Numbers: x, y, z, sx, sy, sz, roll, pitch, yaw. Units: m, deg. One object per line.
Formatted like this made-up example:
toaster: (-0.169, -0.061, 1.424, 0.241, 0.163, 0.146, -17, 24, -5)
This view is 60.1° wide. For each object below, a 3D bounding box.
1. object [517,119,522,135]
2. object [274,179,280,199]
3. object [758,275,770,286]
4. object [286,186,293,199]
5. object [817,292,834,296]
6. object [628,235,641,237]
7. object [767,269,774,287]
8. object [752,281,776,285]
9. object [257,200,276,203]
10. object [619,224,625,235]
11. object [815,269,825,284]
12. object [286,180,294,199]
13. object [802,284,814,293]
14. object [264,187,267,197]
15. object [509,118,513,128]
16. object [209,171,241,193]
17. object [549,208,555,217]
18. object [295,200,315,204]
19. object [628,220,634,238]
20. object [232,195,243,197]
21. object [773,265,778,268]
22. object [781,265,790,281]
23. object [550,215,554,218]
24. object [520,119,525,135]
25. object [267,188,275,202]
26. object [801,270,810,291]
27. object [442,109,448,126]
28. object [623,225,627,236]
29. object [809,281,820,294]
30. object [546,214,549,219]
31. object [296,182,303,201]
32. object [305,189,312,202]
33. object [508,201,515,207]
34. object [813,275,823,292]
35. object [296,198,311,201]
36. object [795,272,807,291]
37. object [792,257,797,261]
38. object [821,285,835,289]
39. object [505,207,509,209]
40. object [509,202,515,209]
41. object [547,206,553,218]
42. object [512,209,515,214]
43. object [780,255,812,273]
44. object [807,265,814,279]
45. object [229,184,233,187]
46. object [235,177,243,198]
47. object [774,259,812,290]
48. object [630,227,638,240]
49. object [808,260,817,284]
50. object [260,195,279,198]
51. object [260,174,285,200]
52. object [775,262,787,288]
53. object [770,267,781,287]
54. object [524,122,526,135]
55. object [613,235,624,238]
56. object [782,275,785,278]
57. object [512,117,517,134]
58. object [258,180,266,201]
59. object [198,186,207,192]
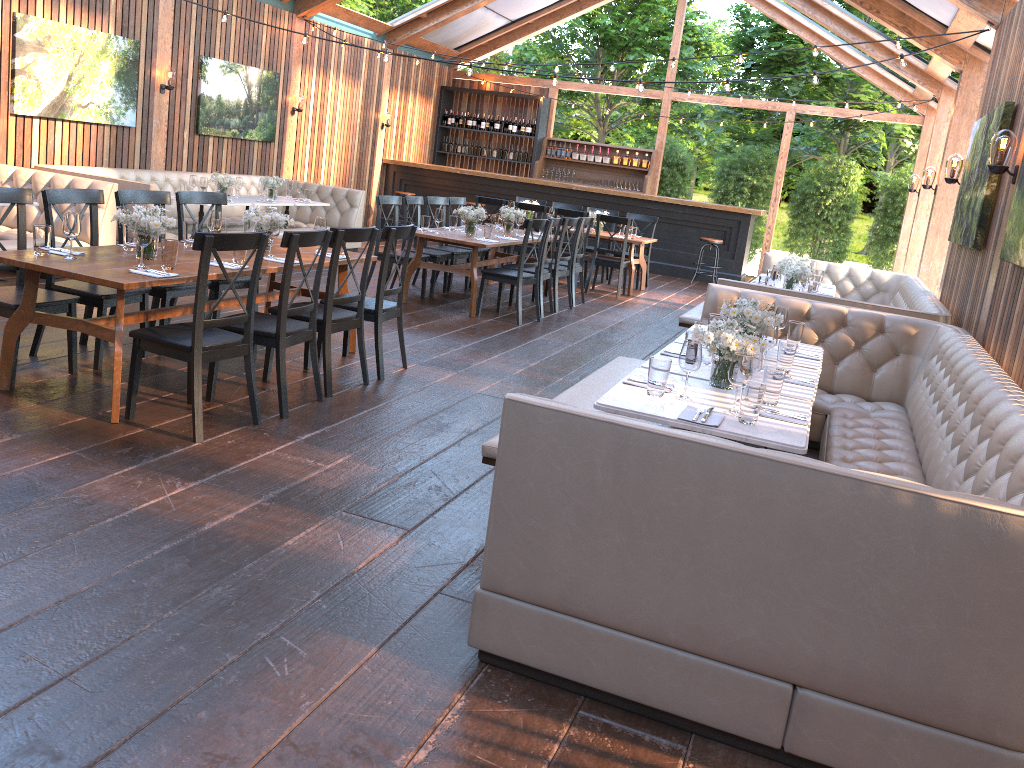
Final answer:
object: (0.152, -5.063, 17.423, 0.077, 0.305, 0.078, 7, 11, -2)
object: (-3.031, -2.510, 11.375, 0.092, 0.241, 0.093, 2, 12, -28)
object: (2.216, -0.872, 7.805, 0.092, 0.156, 0.093, 9, 11, 6)
object: (-2.937, -2.531, 11.682, 0.092, 0.156, 0.093, 9, 11, 6)
object: (2.956, -0.876, 8.490, 0.256, 0.018, 0.159, 13, 15, 19)
object: (1.699, -2.061, 12.298, 0.158, 0.018, 0.257, 12, 15, 19)
object: (2.500, -1.022, 8.547, 0.092, 0.156, 0.093, 9, 11, 6)
object: (2.502, -0.995, 8.723, 0.256, 0.018, 0.159, 13, 15, 19)
object: (-2.952, -2.188, 10.599, 0.256, 0.018, 0.159, 13, 15, 19)
object: (1.530, -2.156, 12.302, 0.092, 0.156, 0.093, -3, 16, -43)
object: (3.257, -1.132, 9.380, 0.092, 0.156, 0.093, 9, 11, 6)
object: (-2.903, -2.542, 11.572, 0.092, 0.241, 0.093, 2, 12, -28)
object: (2.521, -0.773, 7.573, 0.092, 0.156, 0.093, 9, 11, 6)
object: (-3.141, -2.474, 11.352, 0.092, 0.156, 0.093, 9, 11, 6)
object: (-0.038, -5.138, 17.618, 0.136, 0.312, 0.138, 4, 12, -18)
object: (-3.333, -2.289, 10.212, 0.332, 0.306, 0.337, 18, 16, 40)
object: (0.546, -2.290, 12.143, 0.092, 0.241, 0.093, 2, 12, -28)
object: (-2.671, -2.337, 11.338, 0.256, 0.018, 0.159, 13, 15, 19)
object: (1.572, -2.066, 11.791, 0.092, 0.241, 0.093, 2, 12, -28)
object: (-3.406, -2.307, 10.832, 0.256, 0.018, 0.159, 13, 15, 19)
object: (2.767, -1.162, 9.243, 0.092, 0.156, 0.093, 9, 11, 6)
object: (2.877, -1.198, 9.266, 0.092, 0.241, 0.093, 2, 12, -28)
object: (0.555, -2.221, 12.048, 0.092, 0.156, 0.093, -3, 16, -43)
object: (0.217, -5.041, 17.366, 0.078, 0.308, 0.079, 10, 11, 14)
object: (-2.932, -2.295, 10.750, 0.092, 0.156, 0.093, 9, 11, 6)
object: (2.595, -0.887, 7.888, 0.092, 0.241, 0.093, 3, 12, -22)
object: (-1.351, -5.414, 17.999, 0.081, 0.320, 0.172, 8, 11, 4)
object: (1.581, -2.162, 12.176, 0.092, 0.241, 0.093, 2, 12, -28)
object: (2.694, -0.840, 7.927, 0.092, 0.156, 0.093, 9, 11, 6)
object: (0.489, -2.385, 12.663, 0.092, 0.156, 0.093, -3, 16, -43)
object: (-2.750, -2.491, 11.450, 0.092, 0.241, 0.093, 2, 12, -28)
object: (-2.651, -2.444, 11.489, 0.092, 0.156, 0.093, 9, 11, 6)
object: (-0.010, -2.514, 12.738, 0.092, 0.241, 0.093, 2, 12, -28)
object: (2.976, -0.983, 8.641, 0.092, 0.156, 0.093, 9, 11, 6)
object: (-2.781, -2.440, 11.688, 0.158, 0.018, 0.257, 12, 15, 19)
object: (2.498, -0.845, 7.668, 0.092, 0.241, 0.093, 3, 12, -22)
object: (3.005, -1.230, 9.463, 0.092, 0.241, 0.093, 2, 12, -28)
object: (3.237, -1.025, 9.229, 0.256, 0.018, 0.159, 13, 15, 19)
object: (-0.060, -2.506, 12.859, 0.092, 0.156, 0.093, -3, 16, -43)
object: (0.002, -2.413, 12.346, 0.092, 0.241, 0.093, 2, 12, -28)
object: (0.536, -2.394, 12.551, 0.092, 0.241, 0.093, 2, 12, -28)
object: (0.010, -2.341, 12.237, 0.092, 0.156, 0.093, -3, 16, -43)
object: (2.890, -1.160, 8.994, 0.329, 0.306, 0.341, 6, 13, -6)
object: (2.878, -1.030, 8.602, 0.092, 0.241, 0.093, 2, 12, -28)
object: (-3.408, -2.334, 10.656, 0.092, 0.156, 0.093, 9, 11, 6)
object: (-3.298, -2.370, 10.680, 0.092, 0.241, 0.093, 2, 12, -28)
object: (2.570, -0.978, 8.104, 0.332, 0.306, 0.337, 18, 16, 40)
object: (1.600, -1.988, 11.672, 0.092, 0.156, 0.093, -3, 16, -43)
object: (3.158, -1.179, 9.341, 0.092, 0.241, 0.093, 2, 12, -28)
object: (-3.139, -2.447, 11.528, 0.256, 0.018, 0.159, 13, 15, 19)
object: (-3.013, -2.471, 11.101, 0.329, 0.306, 0.341, 6, 13, -6)
object: (2.610, -1.057, 8.571, 0.092, 0.241, 0.093, 2, 12, -28)
object: (2.325, -0.908, 7.829, 0.092, 0.241, 0.093, 3, 12, -22)
object: (0.229, -5.066, 17.483, 0.077, 0.303, 0.077, 15, 13, 35)
object: (1.421, -1.951, 11.717, 0.158, 0.018, 0.257, 12, 15, 19)
object: (2.971, -1.219, 9.573, 0.092, 0.156, 0.093, 9, 11, 6)
object: (0.059, -5.090, 17.436, 0.087, 0.330, 0.088, 8, 11, 0)
object: (-3.030, -2.342, 10.711, 0.092, 0.241, 0.093, 2, 12, -28)
object: (-3.387, -2.086, 9.682, 0.092, 0.156, 0.093, 9, 11, 6)
